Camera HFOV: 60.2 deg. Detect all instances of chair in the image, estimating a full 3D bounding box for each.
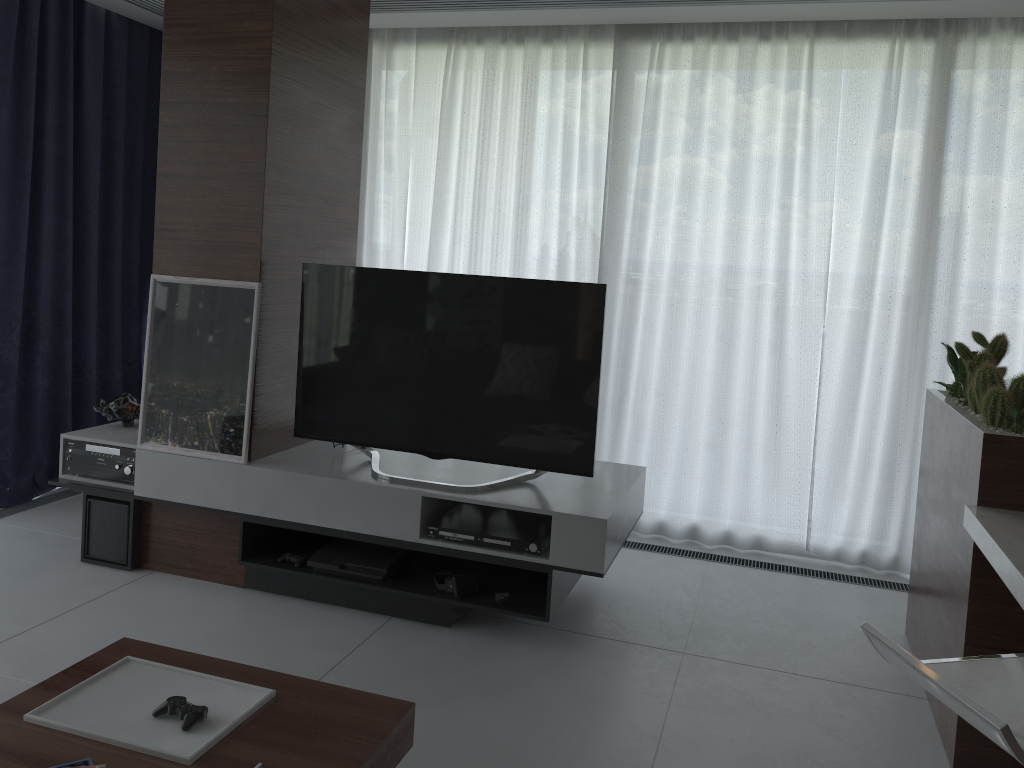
[{"bbox_3d":[0.898,0.838,1.570,0.463,0.705,0.399,3,4,-11],"label":"chair"}]

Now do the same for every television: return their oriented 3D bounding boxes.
[{"bbox_3d":[-0.265,-0.034,3.386,1.233,0.782,0.298,6,4,17],"label":"television"}]

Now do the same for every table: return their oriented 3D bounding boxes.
[{"bbox_3d":[-0.729,0.888,1.739,0.802,0.350,0.810,6,7,17],"label":"table"}]

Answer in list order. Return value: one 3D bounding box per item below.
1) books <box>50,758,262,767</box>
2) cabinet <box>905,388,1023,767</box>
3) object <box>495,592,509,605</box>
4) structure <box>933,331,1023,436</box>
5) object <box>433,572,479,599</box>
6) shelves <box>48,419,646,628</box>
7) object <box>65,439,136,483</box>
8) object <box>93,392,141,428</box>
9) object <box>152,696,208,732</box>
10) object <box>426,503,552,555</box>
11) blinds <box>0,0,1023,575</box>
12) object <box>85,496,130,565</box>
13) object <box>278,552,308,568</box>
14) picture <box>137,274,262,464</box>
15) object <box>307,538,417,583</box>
[{"bbox_3d":[3.035,1.040,1.769,8.231,0.371,0.408,3,6,-4],"label":"books"},{"bbox_3d":[1.479,-0.068,1.718,0.788,2.535,3.352,5,6,17],"label":"cabinet"},{"bbox_3d":[-0.034,0.763,3.144,0.044,0.043,0.044,5,6,17],"label":"object"},{"bbox_3d":[1.534,-0.036,2.889,0.223,0.284,1.006,5,8,19],"label":"structure"},{"bbox_3d":[-0.218,0.719,3.262,0.117,0.078,0.185,-2,9,-43],"label":"object"},{"bbox_3d":[-0.685,0.535,3.749,2.354,0.496,0.878,6,7,17],"label":"shelves"},{"bbox_3d":[-1.655,0.308,3.829,0.370,0.149,0.371,6,8,17],"label":"object"},{"bbox_3d":[-1.709,0.112,3.967,0.310,0.149,0.138,0,6,-26],"label":"object"},{"bbox_3d":[-0.695,0.687,1.859,0.113,0.036,0.071,8,8,30],"label":"object"},{"bbox_3d":[-0.054,0.537,3.273,0.431,0.052,0.337,6,8,17],"label":"object"},{"bbox_3d":[-0.609,-0.257,1.321,5.814,2.755,7.172,6,8,20],"label":"blinds"},{"bbox_3d":[-1.613,0.589,3.716,0.213,0.250,0.255,5,6,17],"label":"object"},{"bbox_3d":[-0.846,0.676,3.422,0.113,0.036,0.071,8,8,30],"label":"object"},{"bbox_3d":[-1.235,-0.066,3.474,0.501,0.697,0.053,5,3,17],"label":"picture"},{"bbox_3d":[-0.576,0.676,3.428,0.315,0.067,0.315,6,8,17],"label":"object"}]
